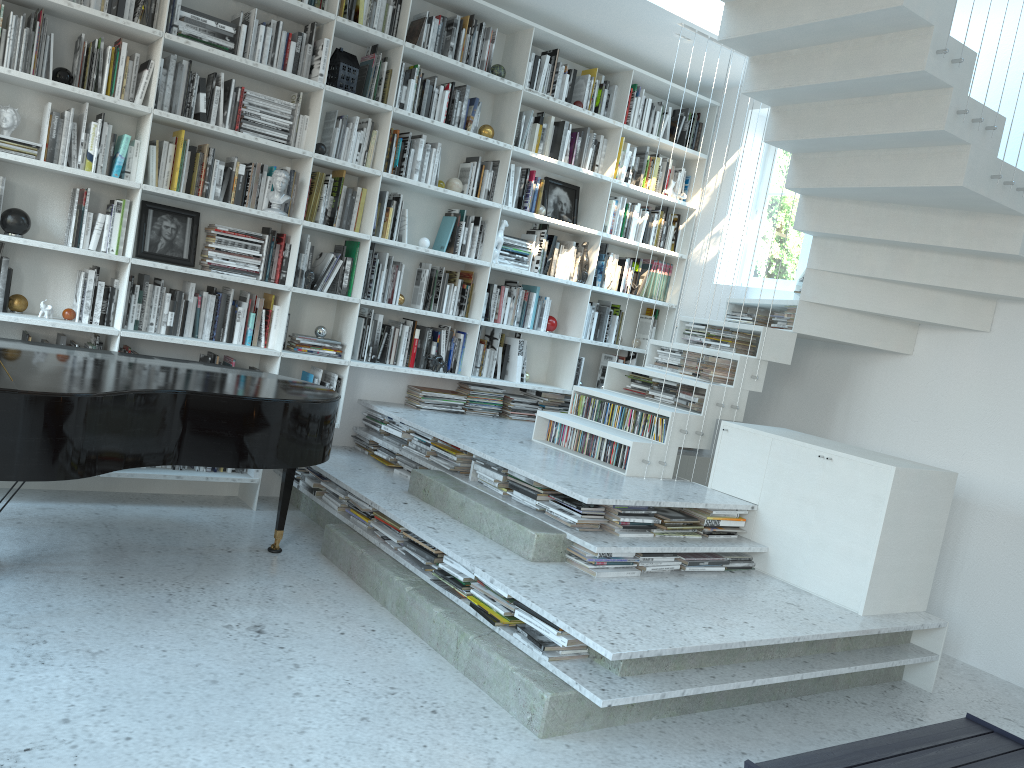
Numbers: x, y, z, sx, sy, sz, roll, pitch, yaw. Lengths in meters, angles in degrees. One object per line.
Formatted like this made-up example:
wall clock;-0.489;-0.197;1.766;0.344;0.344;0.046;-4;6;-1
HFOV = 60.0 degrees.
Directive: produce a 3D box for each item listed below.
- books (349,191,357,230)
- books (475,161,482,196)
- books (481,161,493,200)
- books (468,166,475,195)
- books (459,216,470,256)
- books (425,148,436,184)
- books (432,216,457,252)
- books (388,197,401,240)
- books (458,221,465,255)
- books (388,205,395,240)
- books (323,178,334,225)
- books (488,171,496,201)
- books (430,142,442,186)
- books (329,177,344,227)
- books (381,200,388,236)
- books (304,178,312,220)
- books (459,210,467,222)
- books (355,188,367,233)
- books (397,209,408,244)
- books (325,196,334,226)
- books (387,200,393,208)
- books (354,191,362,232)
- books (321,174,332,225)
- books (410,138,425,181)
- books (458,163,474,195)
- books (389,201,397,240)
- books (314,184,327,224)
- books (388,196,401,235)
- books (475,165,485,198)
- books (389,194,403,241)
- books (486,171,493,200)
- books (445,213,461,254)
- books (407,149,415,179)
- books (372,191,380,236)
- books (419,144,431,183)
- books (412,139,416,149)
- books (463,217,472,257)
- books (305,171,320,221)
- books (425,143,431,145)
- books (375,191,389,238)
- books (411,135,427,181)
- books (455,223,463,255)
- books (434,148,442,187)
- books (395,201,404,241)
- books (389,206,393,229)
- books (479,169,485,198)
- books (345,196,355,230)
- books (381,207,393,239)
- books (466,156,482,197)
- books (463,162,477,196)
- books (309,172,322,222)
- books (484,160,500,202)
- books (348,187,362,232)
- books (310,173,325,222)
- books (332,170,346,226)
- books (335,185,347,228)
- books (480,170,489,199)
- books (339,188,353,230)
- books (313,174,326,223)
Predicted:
books;-0.973;-1.013;5.205;0.028;0.240;0.145;7;6;-36
books;-0.261;-1.292;5.636;0.016;0.244;0.151;7;6;-36
books;-0.196;-1.288;5.664;0.016;0.257;0.175;7;6;-36
books;-0.296;-1.277;5.618;0.005;0.205;0.153;7;6;-35
books;-0.338;-0.940;5.648;0.018;0.263;0.164;7;6;-36
books;-0.535;-1.321;5.431;0.021;0.232;0.182;7;6;-36
books;-0.429;-0.941;5.598;0.056;0.241;0.153;7;6;-36
books;-0.738;-0.997;5.360;0.006;0.270;0.178;7;6;-36
books;-0.369;-0.922;5.628;0.013;0.219;0.187;7;6;-36
books;-0.760;-0.970;5.347;0.007;0.212;0.158;7;6;-35
books;-1.096;-1.050;5.126;0.035;0.278;0.139;7;6;-36
books;-0.171;-1.260;5.691;0.012;0.206;0.169;7;6;-36
books;-0.507;-1.337;5.433;0.024;0.272;0.169;7;6;-36
books;-1.038;-1.046;5.122;0.019;0.293;0.182;7;6;-36
books;-0.802;-0.999;5.326;0.013;0.256;0.144;7;6;-36
books;-1.202;-1.049;5.059;0.013;0.247;0.176;7;6;-36
books;-0.360;-0.961;5.645;0.013;0.296;0.153;7;6;-36
books;-0.924;-1.022;5.245;0.033;0.269;0.141;7;6;-36
books;-0.681;-0.957;5.391;0.051;0.210;0.176;7;6;-36
books;-1.086;-1.000;5.147;0.030;0.181;0.131;7;6;-36
books;-0.779;-0.989;5.339;0.008;0.243;0.168;7;6;-36
books;-0.943;-1.014;5.237;0.019;0.248;0.148;7;6;-36
books;-1.098;-1.056;5.095;0.019;0.294;0.163;7;6;-36
books;-0.605;-1.344;5.357;0.030;0.263;0.181;7;6;-36
books;-0.305;-1.286;5.615;0.015;0.220;0.139;7;6;-36
books;-0.754;-0.986;5.362;0.017;0.243;0.132;7;6;-36
books;-1.119;-1.028;5.090;0.015;0.232;0.179;7;6;-36
books;-0.736;-0.999;5.368;0.006;0.274;0.166;7;6;-36
books;-0.241;-1.281;5.654;0.016;0.228;0.160;7;6;-36
books;-0.727;-1.005;5.373;0.013;0.288;0.158;7;6;-36
books;-0.189;-1.261;5.673;0.013;0.204;0.173;7;6;-36
books;-0.393;-0.949;5.613;0.021;0.264;0.174;7;6;-36
books;-0.653;-1.318;5.352;0.025;0.194;0.170;7;6;-36
books;-0.850;-1.020;5.272;0.035;0.288;0.191;7;6;-36
books;-0.569;-1.332;5.398;0.025;0.245;0.183;7;6;-36
books;-0.636;-1.348;5.365;0.011;0.257;0.131;7;6;-36
books;-0.325;-0.937;5.658;0.015;0.260;0.152;7;6;-36
books;-1.159;-1.064;5.053;0.035;0.293;0.144;7;6;-36
books;-0.559;-1.341;5.428;0.024;0.262;0.133;7;6;-36
books;-0.806;-1.009;5.286;0.013;0.279;0.191;7;6;-36
books;-0.593;-1.362;5.393;0.027;0.295;0.159;7;6;-36
books;-0.377;-0.919;5.622;0.006;0.210;0.187;7;6;-35
books;-0.490;-1.327;5.475;0.034;0.254;0.160;7;6;-36
books;-0.716;-0.987;5.393;0.007;0.254;0.160;7;6;-35
books;-0.773;-0.972;5.347;0.014;0.209;0.156;7;6;-36
books;-0.234;-1.270;5.668;0.012;0.206;0.137;7;6;-36
books;-0.986;-0.995;5.176;0.034;0.204;0.181;7;6;-36
books;-0.779;-0.961;5.313;0.017;0.192;0.191;7;6;-36
books;-0.265;-1.303;5.617;0.015;0.268;0.164;7;6;-36
books;-0.286;-1.289;5.621;0.012;0.232;0.153;7;6;-36
books;-1.155;-1.064;5.069;0.035;0.293;0.144;7;6;-36
books;-0.153;-1.293;5.687;0.005;0.278;0.182;7;6;-35
books;-0.948;-1.023;5.213;0.032;0.267;0.142;7;6;-36
books;-1.136;-1.060;5.064;0.035;0.293;0.144;7;6;-36
books;-1.034;-1.070;5.142;0.022;0.338;0.169;7;6;-36
books;-1.029;-1.027;5.159;0.033;0.253;0.174;7;6;-36
books;-0.218;-1.264;5.666;0.013;0.202;0.173;7;6;-36
books;-0.997;-1.015;5.153;0.027;0.242;0.188;7;6;-36
books;-1.134;-1.061;5.084;0.035;0.293;0.144;7;6;-36
